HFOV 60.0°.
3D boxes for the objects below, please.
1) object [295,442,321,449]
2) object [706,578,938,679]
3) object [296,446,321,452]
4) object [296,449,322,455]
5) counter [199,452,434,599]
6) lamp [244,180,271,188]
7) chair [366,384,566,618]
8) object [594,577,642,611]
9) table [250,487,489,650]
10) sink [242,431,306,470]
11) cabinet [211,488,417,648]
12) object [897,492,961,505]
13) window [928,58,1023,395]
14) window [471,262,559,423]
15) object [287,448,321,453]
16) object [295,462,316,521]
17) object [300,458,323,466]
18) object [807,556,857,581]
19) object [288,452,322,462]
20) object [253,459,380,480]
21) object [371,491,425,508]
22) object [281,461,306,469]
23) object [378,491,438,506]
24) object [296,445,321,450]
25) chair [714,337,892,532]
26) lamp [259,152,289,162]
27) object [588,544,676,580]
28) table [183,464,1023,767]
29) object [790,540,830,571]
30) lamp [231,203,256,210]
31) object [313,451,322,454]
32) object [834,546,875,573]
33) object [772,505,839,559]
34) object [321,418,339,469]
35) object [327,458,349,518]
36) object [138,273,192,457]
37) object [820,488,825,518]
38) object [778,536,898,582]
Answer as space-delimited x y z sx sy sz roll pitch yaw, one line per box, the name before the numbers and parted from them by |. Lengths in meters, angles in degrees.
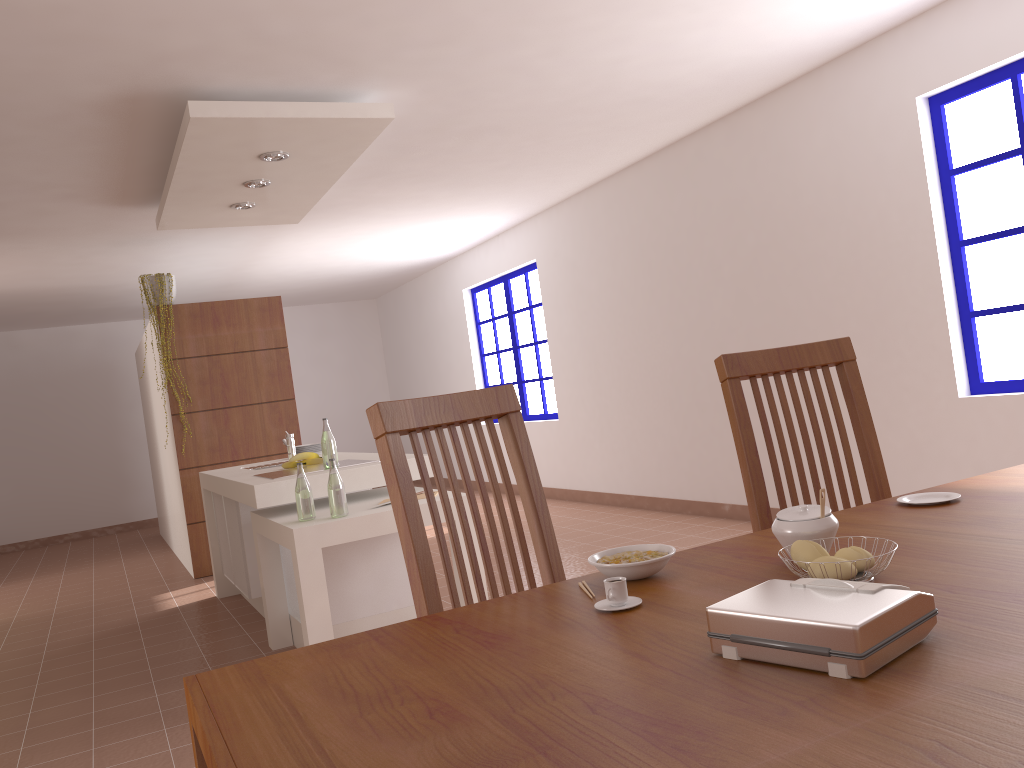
object | -1.338 0.407 5.781 0.228 0.020 0.228 -8 0 -44
object | 0.339 0.243 0.951 0.195 0.062 0.176 -8 0 -40
object | -1.335 0.427 5.781 0.228 0.020 0.228 -8 0 -44
object | -1.332 0.447 5.781 0.228 0.020 0.228 -8 0 -44
counter | -1.117 0.839 4.862 0.821 0.800 2.156 -8 0 -25
lamp | -1.401 -1.116 4.866 0.143 0.059 0.143 -8 0 3
chair | 0.129 0.517 1.448 0.444 1.063 0.574 -8 0 -45
object | 0.142 0.284 1.205 0.065 0.037 0.065 -8 0 -12
table | -0.654 0.847 3.912 0.737 0.647 1.003 -8 0 -25
sink | -1.355 0.464 5.242 0.404 0.368 0.668 -8 0 -25
cabinet | -1.083 0.884 4.813 0.737 0.700 2.048 -8 0 -25
object | 0.767 0.212 1.632 0.108 0.008 0.108 -8 0 29
window | 2.459 -0.711 3.461 0.035 1.430 1.699 -8 0 -25
window | 0.041 -0.349 8.608 0.035 1.430 1.699 -8 0 -25
object | -1.334 0.437 5.781 0.228 0.020 0.228 -8 0 -44
object | -0.830 0.428 3.529 0.071 0.230 0.071 -8 0 -44
object | -1.045 0.406 4.637 0.207 0.033 0.060 -8 0 19
object | 0.419 0.241 1.161 0.061 0.032 0.048 -8 0 34
object | -1.076 0.383 4.649 0.047 0.055 0.207 -8 0 41
object | -0.949 0.407 4.269 0.493 0.006 0.551 -8 0 -25
object | -0.473 0.485 3.734 0.041 0.008 0.375 -8 0 31
object | -1.149 0.421 4.616 0.207 0.033 0.060 -8 0 44
object | -0.438 0.487 3.780 0.266 0.006 0.168 -8 0 -9
object | -1.337 0.417 5.781 0.228 0.020 0.228 -8 0 -44
chair | 0.752 0.430 1.747 0.444 1.063 0.574 -8 0 -16
lamp | -1.185 -1.149 4.410 0.143 0.059 0.143 -8 0 -42
object | 0.187 0.279 1.366 0.136 0.036 0.136 -8 0 23
table | 0.616 0.610 1.143 1.800 0.740 0.900 -8 0 -25
object | 0.412 0.237 1.221 0.055 0.044 0.048 -8 0 44
lamp | -1.613 -1.085 5.316 0.143 0.059 0.143 -8 0 3
object | -1.331 0.457 5.781 0.228 0.020 0.228 -8 0 -44
object | 0.458 0.235 1.193 0.048 0.033 0.060 -8 0 -26
object | 0.438 0.222 1.323 0.096 0.079 0.096 -8 0 -30
object | -0.849 0.272 4.097 0.071 0.230 0.071 -8 0 -44
object | -0.692 0.408 3.486 0.071 0.230 0.071 -8 0 -44
object | -2.511 -0.133 6.460 0.279 1.344 0.297 -8 0 24
object | 0.453 0.189 1.291 0.010 0.075 0.015 -8 0 -25
object | 0.436 0.241 1.184 0.151 0.041 0.151 -8 0 25
